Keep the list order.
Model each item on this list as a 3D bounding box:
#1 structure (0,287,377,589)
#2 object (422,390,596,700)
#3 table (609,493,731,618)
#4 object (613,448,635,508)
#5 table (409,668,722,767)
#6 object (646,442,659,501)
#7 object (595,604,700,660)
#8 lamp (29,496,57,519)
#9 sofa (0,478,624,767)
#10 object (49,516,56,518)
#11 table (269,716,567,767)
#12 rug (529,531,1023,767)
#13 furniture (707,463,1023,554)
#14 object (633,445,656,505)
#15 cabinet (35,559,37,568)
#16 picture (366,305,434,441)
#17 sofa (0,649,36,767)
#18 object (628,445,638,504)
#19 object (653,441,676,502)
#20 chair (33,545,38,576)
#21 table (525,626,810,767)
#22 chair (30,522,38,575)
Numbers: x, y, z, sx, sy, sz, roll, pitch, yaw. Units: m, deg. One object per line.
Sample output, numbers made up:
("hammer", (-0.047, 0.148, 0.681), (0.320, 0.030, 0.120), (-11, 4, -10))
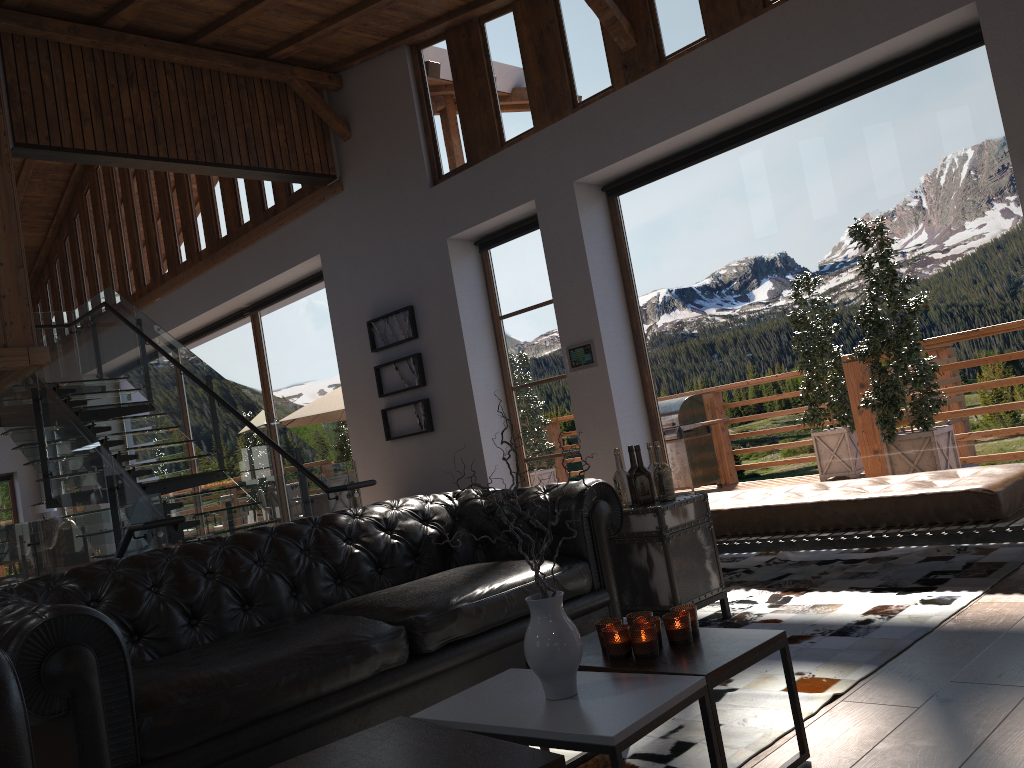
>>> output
("structure", (-3.012, 1.871, 10.652), (9.328, 6.403, 10.879), (-6, -5, -45))
("object", (0.047, 0.392, 2.307), (0.411, 0.808, 0.612), (-7, -5, -33))
("table", (0.721, 0.868, 4.256), (0.410, 0.610, 0.412), (-6, -6, -45))
("object", (0.531, 0.452, 4.286), (0.086, 0.286, 0.088), (-12, -5, 22))
("table", (0.135, 0.960, 2.217), (0.642, 0.350, 0.405), (-13, -5, 40))
("object", (0.699, 0.427, 4.358), (0.089, 0.286, 0.086), (-7, -5, -32))
("object", (0.406, 0.714, 2.550), (0.303, 0.081, 0.245), (-10, -4, -6))
("lamp", (-9.127, 2.546, 17.277), (0.475, 0.726, 0.464), (-7, -5, -36))
("sofa", (-0.745, 0.963, 3.536), (2.598, 0.839, 1.223), (-6, -5, -45))
("object", (-8.742, 2.674, 16.888), (0.152, 0.288, 0.493), (-6, -6, -45))
("table", (-0.215, 1.002, 1.918), (0.405, 0.350, 0.641), (-7, -5, -40))
("rug", (0.855, 1.132, 4.344), (3.857, 0.053, 2.399), (-6, -5, -44))
("furniture", (1.885, 0.808, 5.141), (1.190, 0.437, 2.722), (-6, -5, -45))
("object", (0.624, 0.434, 4.262), (0.087, 0.286, 0.088), (-12, -5, 23))
("cabinet", (-8.619, 3.132, 16.878), (0.407, 0.655, 1.842), (-6, -6, -45))
("picture", (-1.184, -0.097, 9.309), (0.060, 1.313, 0.764), (-6, -6, -45))
("sofa", (-0.680, 0.760, 0.671), (1.255, 0.839, 2.532), (-6, -6, -45))
("object", (0.607, 0.444, 4.357), (0.087, 0.286, 0.087), (-10, -4, -5))
("object", (0.719, 0.416, 4.243), (0.089, 0.286, 0.086), (-7, -5, -35))
("chair", (-6.965, 2.579, 13.120), (0.575, 1.093, 0.497), (-7, -5, -36))
("table", (0.432, 0.929, 2.547), (0.405, 0.350, 0.641), (-6, -6, -45))
("chair", (-7.475, 2.701, 13.739), (0.498, 1.093, 0.574), (-12, -5, 29))
